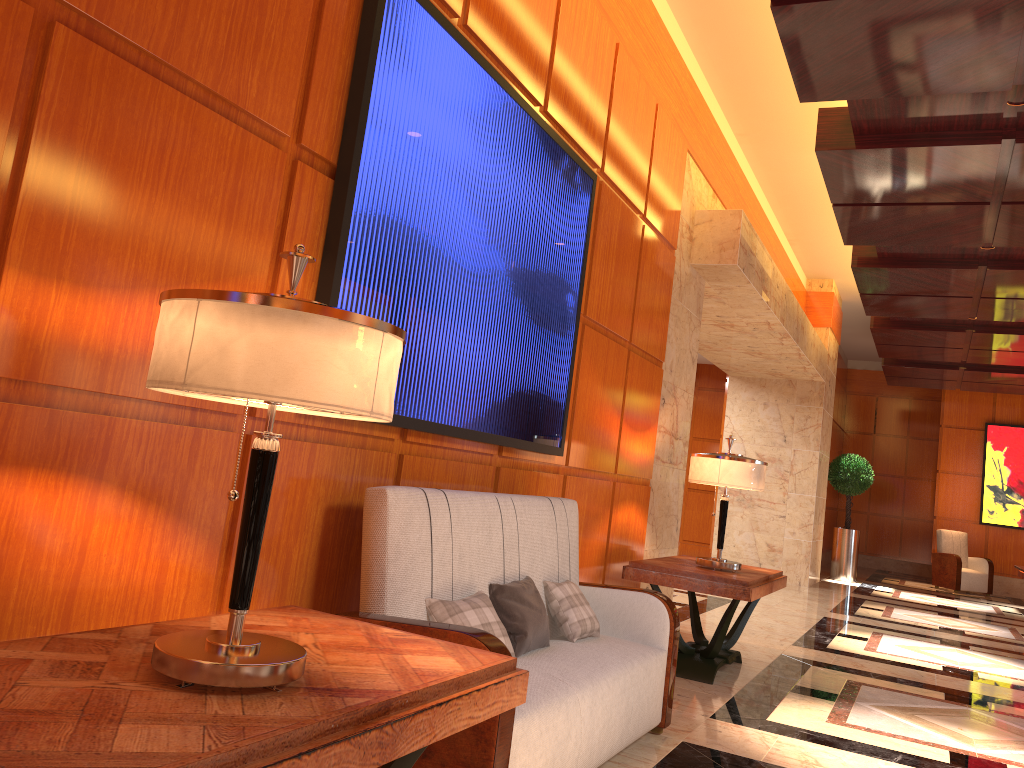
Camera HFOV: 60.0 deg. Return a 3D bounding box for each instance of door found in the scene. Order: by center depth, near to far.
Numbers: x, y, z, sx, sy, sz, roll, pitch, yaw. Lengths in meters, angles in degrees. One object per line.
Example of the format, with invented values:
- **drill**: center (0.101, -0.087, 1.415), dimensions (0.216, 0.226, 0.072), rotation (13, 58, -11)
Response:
- **door**: center (2.245, 1.351, 14.406), dimensions (1.287, 2.710, 0.338), rotation (4, -8, 26)

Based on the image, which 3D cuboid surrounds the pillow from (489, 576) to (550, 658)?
- **pillow**: center (0.030, 0.850, 3.243), dimensions (0.160, 0.254, 0.355), rotation (5, -7, 22)

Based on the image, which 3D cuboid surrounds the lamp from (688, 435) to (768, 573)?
- **lamp**: center (1.285, 0.710, 5.354), dimensions (0.459, 0.814, 0.456), rotation (3, -9, 35)

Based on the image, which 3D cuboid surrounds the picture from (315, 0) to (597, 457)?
- **picture**: center (-0.098, -0.500, 3.598), dimensions (0.056, 1.459, 1.985), rotation (4, -7, 26)

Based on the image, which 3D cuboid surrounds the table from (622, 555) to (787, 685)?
- **table**: center (1.189, 1.423, 5.410), dimensions (0.726, 0.610, 1.263), rotation (4, -7, 26)

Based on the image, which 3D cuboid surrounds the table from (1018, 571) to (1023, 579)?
- **table**: center (7.607, 2.936, 12.112), dimensions (1.169, 0.537, 0.720), rotation (5, -7, 26)

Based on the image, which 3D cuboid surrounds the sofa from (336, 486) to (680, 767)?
- **sofa**: center (0.095, 0.896, 3.225), dimensions (0.613, 0.937, 1.788), rotation (4, -7, 26)

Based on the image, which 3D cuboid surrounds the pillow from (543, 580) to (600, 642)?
- **pillow**: center (0.247, 0.929, 3.624), dimensions (0.202, 0.231, 0.272), rotation (4, -7, 28)

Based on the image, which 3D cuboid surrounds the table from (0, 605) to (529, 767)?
- **table**: center (-0.586, 0.833, 1.651), dimensions (0.726, 0.610, 1.263), rotation (4, -7, 26)

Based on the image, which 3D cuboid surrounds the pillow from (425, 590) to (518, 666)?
- **pillow**: center (-0.129, 0.800, 2.842), dimensions (0.195, 0.228, 0.342), rotation (3, -7, 31)

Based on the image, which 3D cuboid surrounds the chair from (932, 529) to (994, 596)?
- **chair**: center (7.356, 2.906, 14.498), dimensions (0.736, 0.966, 0.626), rotation (9, -7, -15)

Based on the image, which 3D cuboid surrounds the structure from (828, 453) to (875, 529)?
- **structure**: center (5.242, 1.923, 13.827), dimensions (0.722, 1.721, 0.718), rotation (7, -7, 4)

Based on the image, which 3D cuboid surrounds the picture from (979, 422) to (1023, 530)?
- **picture**: center (8.944, 1.599, 14.724), dimensions (1.998, 1.745, 0.056), rotation (4, -8, 26)

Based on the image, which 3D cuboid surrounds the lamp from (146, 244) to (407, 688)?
- **lamp**: center (-0.460, 0.122, 1.656), dimensions (0.458, 0.798, 0.457), rotation (9, -7, -12)

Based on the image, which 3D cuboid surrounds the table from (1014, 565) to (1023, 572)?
- **table**: center (5.242, 2.085, 7.547), dimensions (1.602, 0.748, 1.591), rotation (5, -6, 26)
